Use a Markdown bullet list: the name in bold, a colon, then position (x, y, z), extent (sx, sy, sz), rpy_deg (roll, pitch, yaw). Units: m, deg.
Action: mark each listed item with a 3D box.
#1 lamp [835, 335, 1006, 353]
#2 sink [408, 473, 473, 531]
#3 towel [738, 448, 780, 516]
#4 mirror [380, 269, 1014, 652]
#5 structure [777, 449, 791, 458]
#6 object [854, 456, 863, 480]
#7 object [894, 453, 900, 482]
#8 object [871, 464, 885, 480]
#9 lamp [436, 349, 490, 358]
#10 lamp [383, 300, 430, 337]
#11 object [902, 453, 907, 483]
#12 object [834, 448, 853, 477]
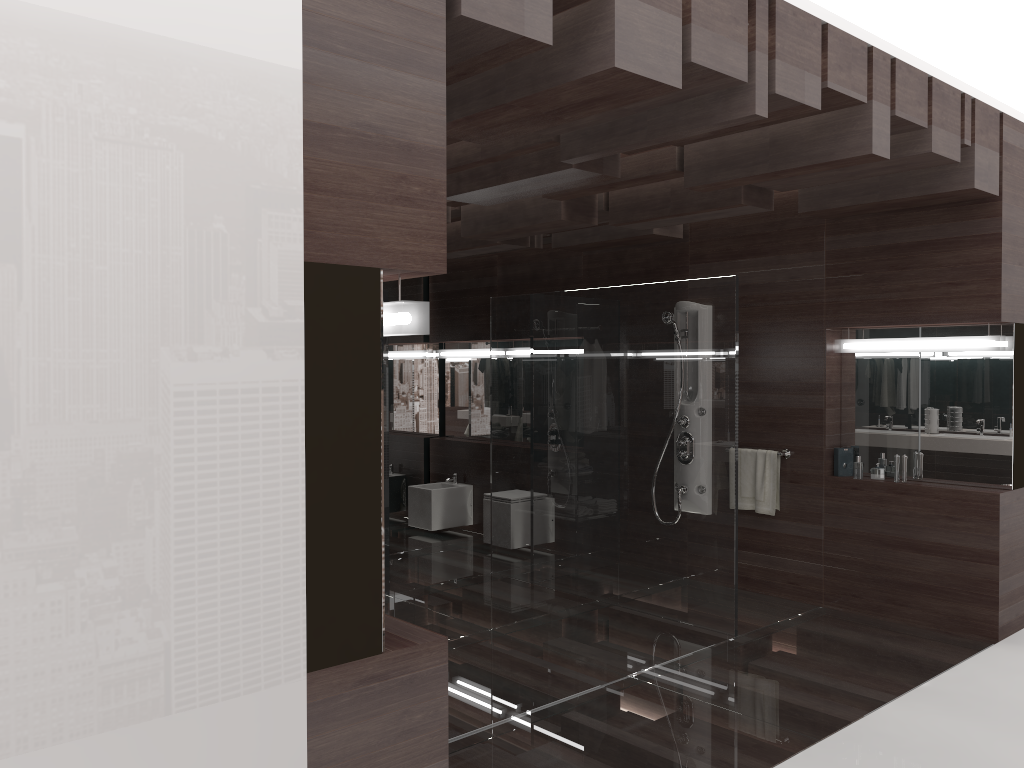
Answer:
- **lamp**: position (2.346, -0.228, 5.166), extent (0.082, 0.082, 0.950), rpy_deg (-1, 2, -42)
- **sink**: position (-0.646, 1.050, 8.026), extent (0.469, 0.456, 0.357), rpy_deg (-1, 2, -42)
- **towel**: position (1.581, 0.632, 5.791), extent (0.352, 0.414, 0.097), rpy_deg (1, 1, 41)
- **mirror**: position (-0.477, 0.121, 5.380), extent (4.126, 0.916, 5.081), rpy_deg (-1, 2, -42)
- **structure**: position (1.602, 0.444, 5.811), extent (0.071, 0.061, 0.455), rpy_deg (-1, 2, -42)
- **object**: position (2.094, 0.506, 5.364), extent (0.052, 0.139, 0.027), rpy_deg (1, 1, 33)
- **object**: position (2.265, 0.492, 5.220), extent (0.033, 0.172, 0.030), rpy_deg (0, 1, 12)
- **object**: position (2.206, 0.529, 5.346), extent (0.078, 0.093, 0.027), rpy_deg (1, 1, 36)
- **lamp**: position (-0.386, -0.281, 8.203), extent (0.082, 0.082, 0.950), rpy_deg (-1, 2, -42)
- **lamp**: position (-0.554, -0.170, 2.545), extent (0.082, 0.082, 0.950), rpy_deg (-1, 2, -42)
- **object**: position (2.304, 0.492, 5.206), extent (0.030, 0.172, 0.033), rpy_deg (0, 1, -12)
- **object**: position (2.065, 0.486, 5.523), extent (0.105, 0.173, 0.048), rpy_deg (0, 1, -14)
